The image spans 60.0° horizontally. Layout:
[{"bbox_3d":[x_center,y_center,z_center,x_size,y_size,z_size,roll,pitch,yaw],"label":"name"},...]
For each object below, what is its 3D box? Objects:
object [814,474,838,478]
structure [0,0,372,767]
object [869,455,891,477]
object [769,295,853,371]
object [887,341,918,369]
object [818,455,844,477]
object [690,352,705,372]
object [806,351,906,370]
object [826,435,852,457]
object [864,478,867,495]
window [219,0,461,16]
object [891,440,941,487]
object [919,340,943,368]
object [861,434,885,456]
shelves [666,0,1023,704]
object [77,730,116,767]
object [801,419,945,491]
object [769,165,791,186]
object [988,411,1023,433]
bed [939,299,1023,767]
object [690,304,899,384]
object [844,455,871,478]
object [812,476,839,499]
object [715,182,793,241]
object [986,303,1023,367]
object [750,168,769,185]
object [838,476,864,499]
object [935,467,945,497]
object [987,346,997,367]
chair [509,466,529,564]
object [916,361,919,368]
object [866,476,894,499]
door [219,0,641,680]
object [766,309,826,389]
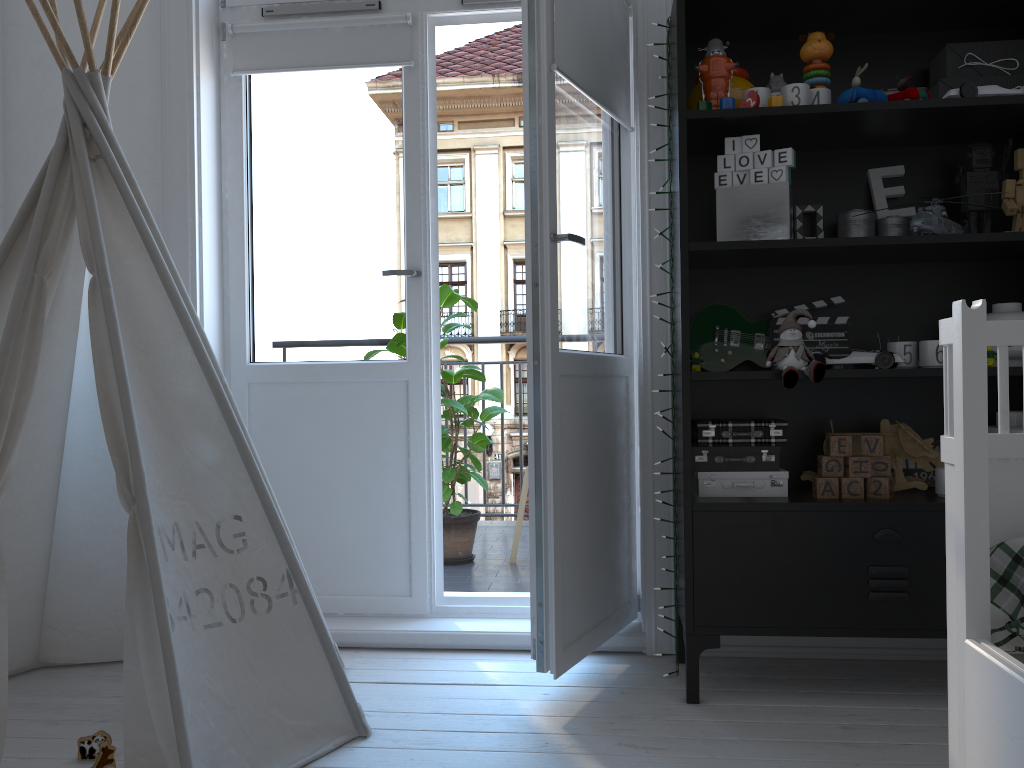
[{"bbox_3d":[0.770,0.247,2.172,0.050,0.050,0.050,-1,0,6],"label":"object"},{"bbox_3d":[-0.927,-0.104,1.943,1.143,1.749,1.143,-1,0,-18],"label":"structure"},{"bbox_3d":[0.879,0.196,2.133,0.050,0.050,0.050,-1,0,6],"label":"object"},{"bbox_3d":[0.768,-0.129,2.284,0.201,0.199,0.048,-1,0,6],"label":"object"},{"bbox_3d":[0.948,-0.068,2.154,0.067,0.067,0.067,-1,0,20],"label":"object"},{"bbox_3d":[0.768,0.197,2.138,0.050,0.050,0.050,-1,0,6],"label":"object"},{"bbox_3d":[0.470,-0.054,2.265,0.042,0.054,0.031,-1,0,16],"label":"object"},{"bbox_3d":[0.819,-0.056,2.128,0.230,0.048,0.098,-1,0,31],"label":"object"},{"bbox_3d":[0.784,0.148,2.128,0.050,0.050,0.050,-1,0,6],"label":"object"},{"bbox_3d":[0.887,0.246,2.163,0.050,0.050,0.050,-1,0,6],"label":"object"},{"bbox_3d":[-0.277,-1.469,2.653,1.263,0.660,0.101,-1,0,6],"label":"window"},{"bbox_3d":[1.068,0.206,2.309,0.347,0.120,0.034,-1,0,6],"label":"object"},{"bbox_3d":[1.002,-0.069,2.101,0.067,0.067,0.067,-1,0,20],"label":"object"},{"bbox_3d":[0.863,0.146,2.121,0.050,0.050,0.050,-1,0,26],"label":"object"},{"bbox_3d":[0.864,-0.101,2.176,0.911,1.677,0.353,-1,0,6],"label":"shelves"},{"bbox_3d":[-0.687,0.616,1.831,0.385,0.283,0.856,-1,0,-2],"label":"object"},{"bbox_3d":[0.907,0.180,2.237,0.337,0.186,0.111,-1,0,21],"label":"object"},{"bbox_3d":[0.632,-0.489,2.091,0.040,0.040,0.040,-1,0,36],"label":"object"},{"bbox_3d":[1.230,0.165,2.114,0.132,0.199,0.267,-1,0,6],"label":"object"},{"bbox_3d":[0.795,0.310,0.428,0.670,0.833,1.404,-1,0,6],"label":"bed"},{"bbox_3d":[0.731,-0.096,2.315,0.542,0.239,0.093,-1,0,7],"label":"object"},{"bbox_3d":[0.822,0.196,2.111,0.050,0.050,0.050,-1,0,6],"label":"object"},{"bbox_3d":[0.749,0.247,2.119,0.050,0.050,0.050,-1,0,6],"label":"object"},{"bbox_3d":[0.588,-0.400,2.147,0.170,0.138,0.124,-1,0,21],"label":"object"},{"bbox_3d":[1.191,-0.113,2.132,0.139,0.162,0.139,-1,0,-19],"label":"object"},{"bbox_3d":[0.589,-0.488,2.107,0.040,0.040,0.040,-1,0,21],"label":"object"},{"bbox_3d":[0.808,0.246,2.113,0.050,0.050,0.050,-1,0,11],"label":"object"},{"bbox_3d":[1.043,0.234,2.108,0.067,0.067,0.067,-1,0,20],"label":"object"},{"bbox_3d":[1.107,-0.065,2.060,0.031,0.054,0.042,-1,0,-39],"label":"object"},{"bbox_3d":[0.280,0.370,3.632,0.498,0.715,0.436,-1,0,-39],"label":"chair"},{"bbox_3d":[1.063,-0.053,2.252,0.163,0.034,0.069,-1,0,6],"label":"object"},{"bbox_3d":[0.874,0.245,2.106,0.050,0.050,0.050,-1,0,36],"label":"object"},{"bbox_3d":[-0.293,-0.221,2.410,1.264,1.838,0.636,-1,0,8],"label":"door"},{"bbox_3d":[0.651,-0.082,2.029,0.110,0.186,0.129,-1,0,-7],"label":"object"}]
